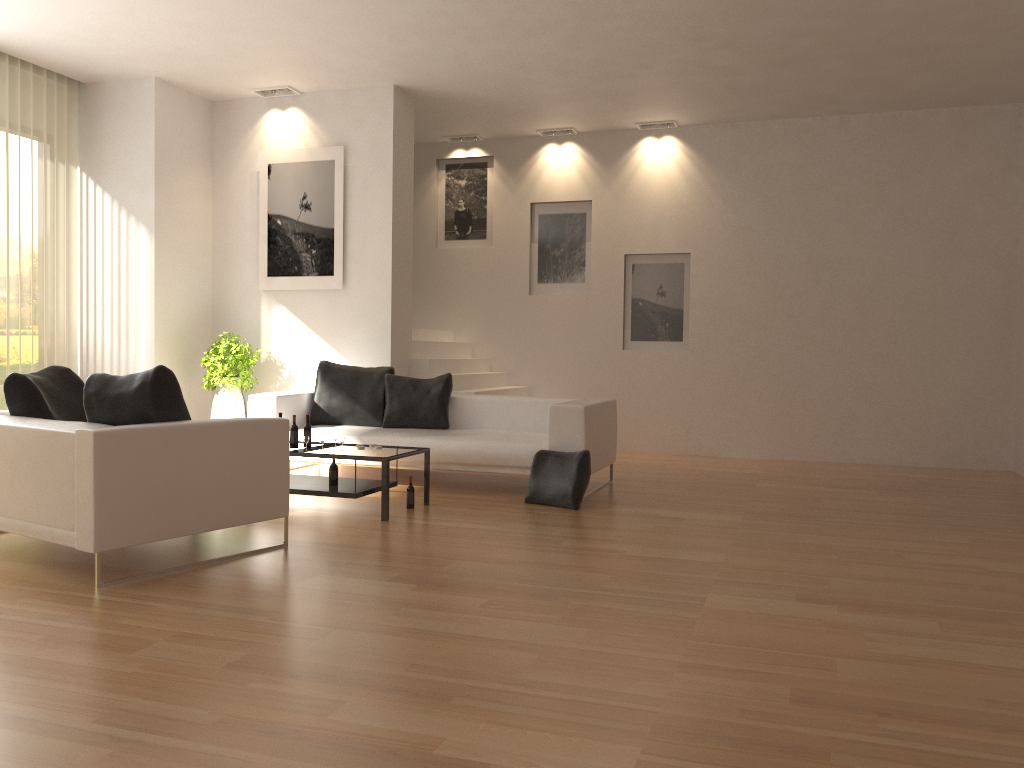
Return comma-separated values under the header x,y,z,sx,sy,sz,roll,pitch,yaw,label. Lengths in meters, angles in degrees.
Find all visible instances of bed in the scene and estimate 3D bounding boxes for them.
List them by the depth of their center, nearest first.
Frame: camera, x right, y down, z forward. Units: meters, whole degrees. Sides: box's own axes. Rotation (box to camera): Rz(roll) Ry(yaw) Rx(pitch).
x,y,z,sx,sy,sz,roll,pitch,yaw,label
-0.710,0.479,7.861,3.075,0.761,1.262,2,2,19,bed

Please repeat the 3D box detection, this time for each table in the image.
x,y,z,sx,sy,sz,roll,pitch,yaw,label
-1.464,0.694,6.497,1.566,0.460,0.709,2,2,19,table

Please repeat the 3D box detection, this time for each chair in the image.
x,y,z,sx,sy,sz,roll,pitch,yaw,label
-2.286,0.548,5.110,1.671,0.761,1.262,2,2,34,chair

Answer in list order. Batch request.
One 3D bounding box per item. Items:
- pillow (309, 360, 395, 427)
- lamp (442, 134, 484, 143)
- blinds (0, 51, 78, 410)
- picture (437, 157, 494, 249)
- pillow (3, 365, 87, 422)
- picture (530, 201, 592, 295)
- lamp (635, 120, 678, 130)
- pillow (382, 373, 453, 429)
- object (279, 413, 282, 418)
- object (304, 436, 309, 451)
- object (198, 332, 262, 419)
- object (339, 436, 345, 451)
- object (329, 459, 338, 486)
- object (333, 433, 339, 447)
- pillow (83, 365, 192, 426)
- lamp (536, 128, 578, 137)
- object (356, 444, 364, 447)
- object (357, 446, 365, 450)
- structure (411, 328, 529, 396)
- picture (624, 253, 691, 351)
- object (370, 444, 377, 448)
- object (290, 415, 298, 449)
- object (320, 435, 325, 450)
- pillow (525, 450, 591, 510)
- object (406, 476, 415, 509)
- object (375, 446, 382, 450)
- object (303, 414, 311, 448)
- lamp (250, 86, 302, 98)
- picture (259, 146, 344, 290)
x,y,z,sx,sy,sz,roll,pitch,yaw,label
-1.479,0.116,8.263,0.755,0.666,0.346,1,2,4,pillow
-0.595,-3.068,10.816,0.446,0.166,0.243,2,2,19,lamp
-4.599,-1.173,8.210,0.143,3.861,1.409,1,2,16,blinds
-0.579,-2.254,11.042,0.802,1.155,0.005,2,2,19,picture
-2.761,0.188,5.352,0.291,0.598,0.660,1,2,8,pillow
0.592,-1.626,10.665,0.802,1.155,0.005,2,2,19,picture
1.645,-3.010,10.062,0.446,0.166,0.243,2,2,19,lamp
-0.857,0.156,8.077,0.628,0.524,0.270,1,2,2,pillow
-1.686,0.337,6.455,0.068,0.257,0.067,2,2,37,object
-1.459,0.420,6.291,0.039,0.101,0.039,0,2,-29,object
-2.851,0.130,8.976,0.570,1.324,0.631,2,2,33,object
-1.208,0.423,6.306,0.039,0.101,0.039,0,2,-23,object
-1.286,0.625,6.393,0.065,0.217,0.065,1,2,1,object
-1.295,0.414,6.518,0.039,0.101,0.039,0,2,-23,object
-1.964,0.228,4.717,0.506,0.666,0.324,1,2,9,pillow
0.533,-3.039,10.436,0.446,0.166,0.243,2,2,19,lamp
-1.108,0.452,6.465,0.052,0.021,0.052,1,2,-4,object
-1.075,0.457,6.321,0.052,0.021,0.052,3,3,41,object
-1.511,0.055,10.384,4.625,1.403,1.839,2,2,19,structure
1.687,-0.947,10.315,0.802,1.155,0.005,2,2,19,picture
-1.017,0.452,6.494,0.052,0.021,0.052,1,2,-4,object
-1.578,0.347,6.425,0.059,0.244,0.059,2,2,19,object
-1.355,0.419,6.349,0.039,0.101,0.039,0,2,-23,object
0.369,0.719,6.718,0.503,0.457,0.340,2,2,37,pillow
-0.736,0.789,6.432,0.059,0.244,0.059,1,2,-5,object
-0.959,0.457,6.365,0.052,0.021,0.052,1,2,-4,object
-1.499,0.344,6.496,0.057,0.248,0.057,2,2,36,object
-2.392,-3.033,8.982,0.446,0.166,0.243,2,2,19,lamp
-2.157,-1.680,9.047,0.979,1.431,0.004,2,2,19,picture
